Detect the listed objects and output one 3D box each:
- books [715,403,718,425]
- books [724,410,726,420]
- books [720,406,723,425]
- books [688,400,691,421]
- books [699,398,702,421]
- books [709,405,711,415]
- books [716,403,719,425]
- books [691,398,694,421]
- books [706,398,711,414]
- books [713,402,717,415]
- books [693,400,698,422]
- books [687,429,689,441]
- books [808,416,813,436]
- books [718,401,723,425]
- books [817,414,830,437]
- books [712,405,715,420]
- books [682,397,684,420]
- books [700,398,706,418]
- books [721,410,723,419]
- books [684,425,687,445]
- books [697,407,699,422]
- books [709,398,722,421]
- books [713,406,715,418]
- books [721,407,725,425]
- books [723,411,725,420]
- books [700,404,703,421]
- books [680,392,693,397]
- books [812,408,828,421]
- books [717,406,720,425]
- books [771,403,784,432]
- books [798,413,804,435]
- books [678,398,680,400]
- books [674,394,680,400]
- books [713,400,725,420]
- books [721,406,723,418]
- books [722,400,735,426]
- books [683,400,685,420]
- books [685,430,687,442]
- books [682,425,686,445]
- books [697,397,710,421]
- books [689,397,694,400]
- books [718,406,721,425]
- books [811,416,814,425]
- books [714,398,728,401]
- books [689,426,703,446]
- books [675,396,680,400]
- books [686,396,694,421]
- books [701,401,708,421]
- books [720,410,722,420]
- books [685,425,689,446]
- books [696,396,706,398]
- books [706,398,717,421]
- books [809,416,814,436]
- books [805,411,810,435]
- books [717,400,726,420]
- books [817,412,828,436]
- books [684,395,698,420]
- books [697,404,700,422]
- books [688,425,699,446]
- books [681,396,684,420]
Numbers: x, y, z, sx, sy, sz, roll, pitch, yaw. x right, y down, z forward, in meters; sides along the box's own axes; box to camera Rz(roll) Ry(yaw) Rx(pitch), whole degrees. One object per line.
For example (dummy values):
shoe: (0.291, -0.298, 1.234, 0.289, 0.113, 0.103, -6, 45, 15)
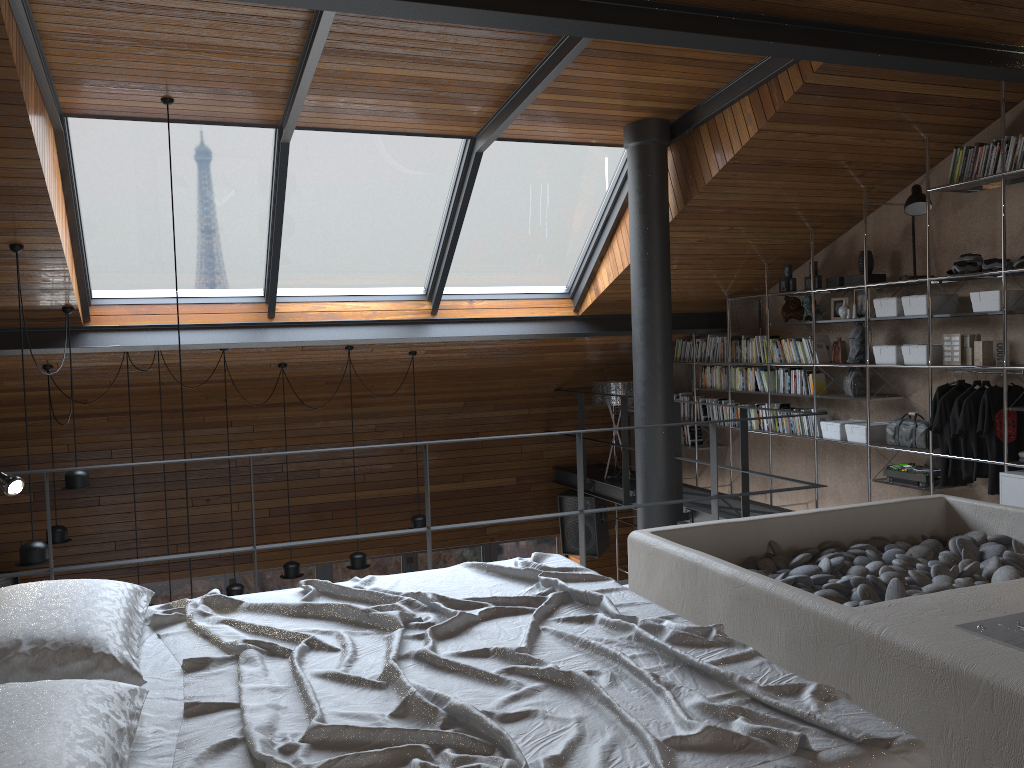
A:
books: (1.959, 0.276, 8.300, 0.127, 0.200, 0.046, -3, 3, -21)
books: (2.007, 0.282, 8.161, 0.111, 0.197, 0.043, -3, 3, -21)
books: (1.988, 0.291, 8.219, 0.112, 0.176, 0.039, -3, 3, -21)
books: (1.807, 0.258, 8.744, 0.148, 0.206, 0.018, -3, 3, -21)
books: (1.882, 0.251, 8.565, 0.148, 0.233, 0.053, -3, 3, -21)
books: (1.953, 0.270, 8.452, 0.139, 0.201, 0.057, -3, 3, -21)
books: (1.970, 0.276, 8.292, 0.127, 0.200, 0.046, -3, 3, -21)
books: (1.814, 0.246, 8.698, 0.129, 0.231, 0.010, -3, 3, -21)
books: (1.934, 0.251, 8.501, 0.143, 0.236, 0.062, -3, 3, -21)
books: (1.979, 0.265, 8.329, 0.171, 0.218, 0.047, -3, 3, -21)
books: (1.823, 0.257, 8.629, 0.137, 0.215, 0.014, -3, 3, -21)
books: (1.804, 0.500, 8.799, 0.137, 0.216, 0.049, -3, 3, -21)
books: (2.439, 0.328, 7.108, 0.130, 0.167, 0.046, -3, 3, -21)
books: (2.001, 0.266, 8.253, 0.161, 0.222, 0.055, -3, 3, -21)
books: (2.475, 0.330, 7.048, 0.130, 0.166, 0.046, -3, 3, -21)
books: (1.968, 0.281, 8.413, 0.131, 0.180, 0.042, -3, 3, -22)
books: (1.765, 0.239, 8.861, 0.148, 0.234, 0.013, -3, 3, -21)
books: (1.886, 0.253, 8.518, 0.148, 0.233, 0.053, -3, 3, -21)
books: (1.994, 0.280, 8.214, 0.111, 0.197, 0.043, -3, 3, -21)
books: (1.778, 0.504, 8.835, 0.123, 0.203, 0.054, -3, 3, -21)
books: (1.855, 0.258, 8.603, 0.133, 0.219, 0.058, -3, 3, -21)
books: (1.947, 0.255, 8.421, 0.148, 0.233, 0.053, -3, 3, -21)
books: (1.955, 0.275, 8.342, 0.127, 0.200, 0.046, -3, 3, -21)
books: (1.994, 0.293, 8.192, 0.111, 0.174, 0.041, -3, 3, -21)
books: (2.006, 0.292, 8.186, 0.112, 0.176, 0.039, -3, 3, -21)
books: (1.882, 0.259, 8.531, 0.141, 0.221, 0.055, -3, 3, -21)
books: (1.752, 0.220, 8.916, 0.143, 0.268, 0.020, -3, 3, -21)
books: (2.469, 0.303, 7.074, 0.143, 0.217, 0.066, -3, 3, -21)
books: (1.971, 0.291, 8.276, 0.119, 0.171, 0.044, -3, 3, -21)
books: (2.259, 0.282, 7.513, 0.148, 0.233, 0.053, -3, 3, -21)
books: (2.402, 0.313, 7.221, 0.148, 0.189, 0.053, -3, 3, -21)
books: (1.739, 0.248, 8.943, 0.146, 0.210, 0.018, -3, 3, -21)
books: (1.737, 0.224, 9.026, 0.192, 0.251, 0.012, -3, 3, -21)
books: (1.975, 0.265, 8.338, 0.164, 0.217, 0.048, -3, 3, -21)
books: (1.992, 0.291, 8.202, 0.112, 0.176, 0.039, -3, 3, -21)
books: (2.008, 0.266, 8.178, 0.122, 0.230, 0.057, -3, 3, -21)
books: (1.769, 0.258, 8.847, 0.143, 0.199, 0.019, -3, 3, -21)
books: (1.786, 0.510, 8.820, 0.126, 0.197, 0.047, -3, 3, -21)
books: (1.778, 0.496, 8.856, 0.155, 0.215, 0.055, -3, 3, -21)
books: (1.864, 0.250, 8.574, 0.143, 0.235, 0.055, -3, 3, -21)
books: (1.806, 0.244, 8.767, 0.129, 0.231, 0.010, -3, 3, -21)
books: (1.985, 0.274, 8.266, 0.125, 0.206, 0.055, -3, 3, -21)
books: (2.465, 0.324, 7.088, 0.148, 0.175, 0.046, -3, 3, -21)
books: (1.989, 0.255, 8.399, 0.148, 0.233, 0.053, -3, 3, -21)
books: (1.812, 0.513, 8.740, 0.138, 0.191, 0.049, -3, 3, -21)
books: (1.730, 0.237, 8.980, 0.160, 0.231, 0.021, -3, 3, -21)
books: (1.794, 0.241, 8.801, 0.148, 0.234, 0.013, -3, 3, -21)
books: (1.891, 0.267, 8.501, 0.148, 0.206, 0.053, -3, 3, -21)
books: (1.989, 0.287, 8.231, 0.117, 0.182, 0.044, -3, 3, -21)
books: (1.787, 0.501, 8.807, 0.133, 0.218, 0.051, -3, 3, -21)
books: (1.835, 0.240, 8.652, 0.131, 0.247, 0.018, -3, 3, -21)
books: (1.929, 0.254, 8.466, 0.148, 0.233, 0.053, -3, 3, -21)
books: (2.456, 0.326, 7.099, 0.146, 0.171, 0.054, -3, 3, -21)
books: (2.436, 0.314, 7.165, 0.148, 0.189, 0.053, -3, 3, -21)
books: (2.001, 0.263, 8.287, 0.177, 0.217, 0.046, -3, 3, -21)
books: (2.468, 0.319, 7.057, 0.129, 0.186, 0.050, -3, 3, -21)
books: (1.786, 0.237, 8.832, 0.146, 0.240, 0.023, -3, 3, -21)
books: (1.863, 0.261, 8.587, 0.136, 0.212, 0.051, -3, 3, -21)
books: (1.808, 0.501, 8.755, 0.137, 0.216, 0.049, -3, 3, -21)
books: (1.756, 0.239, 8.871, 0.148, 0.234, 0.013, -3, 3, -21)
